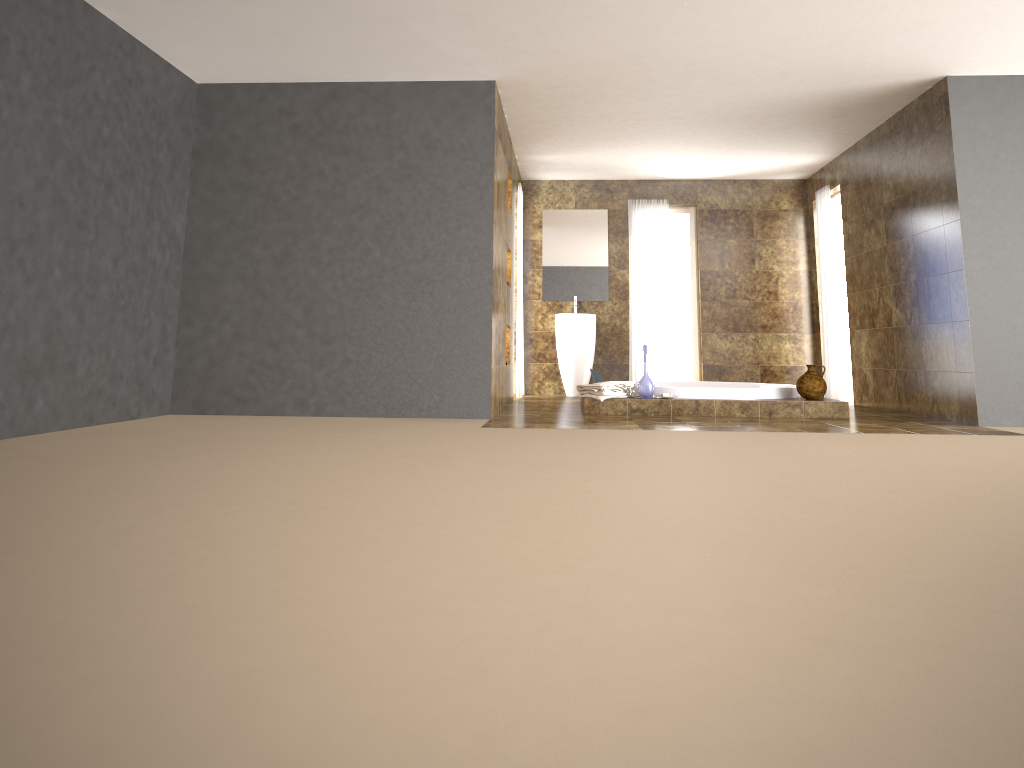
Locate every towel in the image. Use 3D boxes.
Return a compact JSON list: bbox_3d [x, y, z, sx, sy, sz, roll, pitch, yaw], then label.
[{"bbox_3d":[0.705,0.052,6.821,0.318,0.154,0.336,1,-1,-42],"label":"towel"}]

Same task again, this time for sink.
[{"bbox_3d":[0.715,-0.435,9.693,0.459,1.166,0.423,0,-9,6],"label":"sink"}]

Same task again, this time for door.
[{"bbox_3d":[3.975,-0.925,9.324,0.950,2.285,0.039,-6,-12,36],"label":"door"}]

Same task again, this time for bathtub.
[{"bbox_3d":[1.619,0.145,7.597,1.741,0.536,1.726,1,1,35],"label":"bathtub"}]

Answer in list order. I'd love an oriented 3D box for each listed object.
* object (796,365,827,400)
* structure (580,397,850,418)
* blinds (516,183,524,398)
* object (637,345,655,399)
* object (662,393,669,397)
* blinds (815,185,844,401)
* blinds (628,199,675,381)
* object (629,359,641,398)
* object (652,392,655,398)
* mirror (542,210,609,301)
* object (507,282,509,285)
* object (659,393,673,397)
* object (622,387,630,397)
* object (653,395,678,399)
[{"bbox_3d":[2.358,-0.015,6.811,0.229,0.282,0.225,3,-6,-24],"label":"object"},{"bbox_3d":[1.620,0.153,7.597,2.004,0.127,1.967,1,2,4],"label":"structure"},{"bbox_3d":[0.098,-1.013,9.293,0.068,2.336,0.580,0,-10,3],"label":"blinds"},{"bbox_3d":[1.049,-0.099,6.780,0.136,0.431,0.131,-1,-10,11],"label":"object"},{"bbox_3d":[1.188,0.088,6.682,0.053,0.035,0.072,0,-1,4],"label":"object"},{"bbox_3d":[3.349,-0.977,9.189,0.069,2.336,0.467,0,-10,3],"label":"blinds"},{"bbox_3d":[1.592,-1.026,9.939,0.519,2.324,0.065,0,-11,3],"label":"blinds"},{"bbox_3d":[1.001,-0.048,6.907,0.130,0.316,0.126,-1,-9,11],"label":"object"},{"bbox_3d":[1.105,0.051,6.872,0.057,0.118,0.056,6,-10,-34],"label":"object"},{"bbox_3d":[0.739,-1.511,10.113,0.768,1.120,0.008,0,-11,4],"label":"mirror"},{"bbox_3d":[-0.117,-1.051,8.060,0.174,0.292,0.108,0,-9,4],"label":"object"},{"bbox_3d":[1.199,0.089,6.750,0.100,0.033,0.060,1,-1,19],"label":"object"},{"bbox_3d":[0.873,0.064,7.011,0.169,0.077,0.167,1,0,-15],"label":"object"},{"bbox_3d":[1.195,0.105,6.737,0.190,0.019,0.186,0,2,-8],"label":"object"}]
